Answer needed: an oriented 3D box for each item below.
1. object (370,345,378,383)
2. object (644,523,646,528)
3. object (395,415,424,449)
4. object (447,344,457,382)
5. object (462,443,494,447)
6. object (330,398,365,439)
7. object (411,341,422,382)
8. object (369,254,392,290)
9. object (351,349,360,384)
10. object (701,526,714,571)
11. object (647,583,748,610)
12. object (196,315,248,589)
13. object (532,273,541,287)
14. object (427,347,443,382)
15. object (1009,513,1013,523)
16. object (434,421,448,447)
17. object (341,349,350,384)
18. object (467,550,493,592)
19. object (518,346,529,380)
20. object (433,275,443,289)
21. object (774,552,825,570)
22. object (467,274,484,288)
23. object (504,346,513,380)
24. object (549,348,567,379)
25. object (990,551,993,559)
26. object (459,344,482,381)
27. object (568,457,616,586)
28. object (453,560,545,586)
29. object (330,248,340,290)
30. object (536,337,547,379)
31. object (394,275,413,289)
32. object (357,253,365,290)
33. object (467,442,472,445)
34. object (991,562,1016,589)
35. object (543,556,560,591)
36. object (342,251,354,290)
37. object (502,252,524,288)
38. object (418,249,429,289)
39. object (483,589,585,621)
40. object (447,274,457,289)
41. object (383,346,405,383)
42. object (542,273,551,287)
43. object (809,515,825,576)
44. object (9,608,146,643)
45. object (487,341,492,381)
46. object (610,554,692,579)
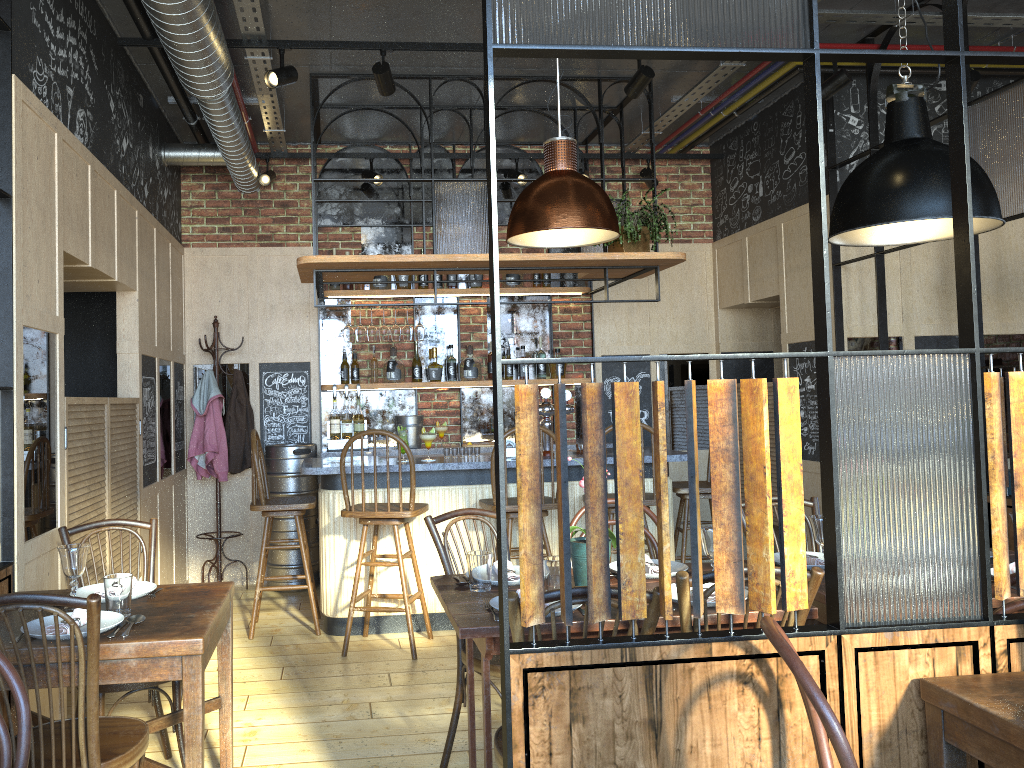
[{"bbox_3d":[-1.036,-0.146,6.629,0.058,0.288,0.053,-3,-3,30],"label":"object"},{"bbox_3d":[0.394,0.557,2.906,0.103,0.192,0.094,-3,-3,38],"label":"object"},{"bbox_3d":[-0.764,0.358,6.591,0.227,0.246,0.207,-3,-2,42],"label":"object"},{"bbox_3d":[-0.460,-0.159,6.714,0.075,0.284,0.076,-1,-2,-8],"label":"object"},{"bbox_3d":[-0.218,0.458,6.643,0.317,0.019,0.236,-2,-1,1],"label":"object"},{"bbox_3d":[-1.226,0.254,6.552,0.256,0.303,0.086,-2,-2,-6],"label":"object"},{"bbox_3d":[-0.723,-0.169,6.679,0.078,0.318,0.084,-1,-3,-28],"label":"object"},{"bbox_3d":[-1.002,-0.850,6.693,0.170,0.283,0.121,-2,-2,6],"label":"object"},{"bbox_3d":[-1.178,-0.130,6.621,0.064,0.264,0.068,-1,-2,-22],"label":"object"},{"bbox_3d":[0.638,0.548,2.772,0.100,0.192,0.096,-2,-2,11],"label":"object"},{"bbox_3d":[0.588,0.619,2.631,0.323,0.051,0.271,-2,-1,-5],"label":"object"},{"bbox_3d":[-2.138,0.497,6.340,0.354,1.991,0.351,-2,-2,13],"label":"object"},{"bbox_3d":[0.187,-0.871,6.833,0.064,0.264,0.067,-1,-2,-15],"label":"object"},{"bbox_3d":[-0.585,-0.146,6.675,0.116,0.265,0.118,-1,-2,-8],"label":"object"},{"bbox_3d":[1.686,0.521,2.879,0.101,0.192,0.096,-2,-2,16],"label":"object"},{"bbox_3d":[-0.533,0.377,6.654,0.109,0.197,0.102,-2,-2,19],"label":"object"},{"bbox_3d":[-1.253,-0.128,6.612,0.067,0.264,0.064,-2,-2,13],"label":"object"},{"bbox_3d":[-0.103,0.605,2.844,0.081,0.120,0.088,0,-2,-33],"label":"object"},{"bbox_3d":[0.086,-0.162,6.757,0.077,0.263,0.079,-1,-2,-8],"label":"object"},{"bbox_3d":[-0.571,-0.861,6.765,0.075,0.284,0.076,-1,-2,-8],"label":"object"},{"bbox_3d":[1.024,0.613,3.103,0.323,0.051,0.271,-2,-1,-5],"label":"object"},{"bbox_3d":[-0.283,-0.860,6.771,0.116,0.265,0.118,-1,-2,-8],"label":"object"},{"bbox_3d":[-0.026,-0.160,6.747,0.063,0.264,0.068,-1,-3,-28],"label":"object"},{"bbox_3d":[0.352,-0.155,6.774,0.139,0.235,0.092,-1,-2,-22],"label":"object"},{"bbox_3d":[1.553,0.599,3.156,0.323,0.051,0.271,-2,-1,-5],"label":"object"},{"bbox_3d":[-0.317,-0.162,6.708,0.170,0.283,0.121,-2,-2,6],"label":"object"},{"bbox_3d":[0.249,0.443,2.843,0.152,0.427,0.194,-3,-2,24],"label":"object"},{"bbox_3d":[-0.041,0.640,2.990,0.323,0.051,0.271,-2,-1,-5],"label":"object"},{"bbox_3d":[-1.340,-0.864,6.662,0.077,0.330,0.074,-2,-2,15],"label":"object"},{"bbox_3d":[0.224,-0.199,6.793,0.077,0.330,0.074,-2,-2,15],"label":"object"},{"bbox_3d":[-0.825,-0.831,6.708,0.143,0.235,0.089,-2,-2,-2],"label":"object"},{"bbox_3d":[-1.146,-0.849,6.680,0.058,0.288,0.053,-3,-3,30],"label":"object"},{"bbox_3d":[-0.104,0.321,6.683,0.486,0.288,0.089,-2,-2,-6],"label":"object"},{"bbox_3d":[1.651,0.591,2.741,0.323,0.051,0.271,-2,-1,-5],"label":"object"},{"bbox_3d":[0.138,0.596,2.715,0.088,0.120,0.080,-3,-2,43],"label":"object"},{"bbox_3d":[-1.246,-0.853,6.689,0.086,0.303,0.085,-2,-2,2],"label":"object"},{"bbox_3d":[0.003,-0.876,6.804,0.170,0.283,0.121,-2,-2,6],"label":"object"},{"bbox_3d":[-0.683,-0.876,6.746,0.078,0.318,0.084,-1,-3,-28],"label":"object"},{"bbox_3d":[0.087,0.631,2.564,0.323,0.051,0.271,-2,-1,-5],"label":"object"},{"bbox_3d":[-0.462,-0.853,6.757,0.077,0.263,0.079,-1,-2,-8],"label":"object"},{"bbox_3d":[-0.892,-0.147,6.642,0.170,0.283,0.121,-2,-2,6],"label":"object"},{"bbox_3d":[0.263,-0.873,6.841,0.064,0.264,0.068,-1,-2,-22],"label":"object"},{"bbox_3d":[1.049,0.539,2.947,0.100,0.192,0.096,-2,-2,11],"label":"object"},{"bbox_3d":[-1.209,0.665,2.466,0.323,0.051,0.271,-2,-1,-5],"label":"object"},{"bbox_3d":[-0.149,-0.176,6.746,0.087,0.303,0.084,-2,-2,10],"label":"object"},{"bbox_3d":[0.451,0.628,3.039,0.323,0.051,0.271,-2,-1,-5],"label":"object"}]
